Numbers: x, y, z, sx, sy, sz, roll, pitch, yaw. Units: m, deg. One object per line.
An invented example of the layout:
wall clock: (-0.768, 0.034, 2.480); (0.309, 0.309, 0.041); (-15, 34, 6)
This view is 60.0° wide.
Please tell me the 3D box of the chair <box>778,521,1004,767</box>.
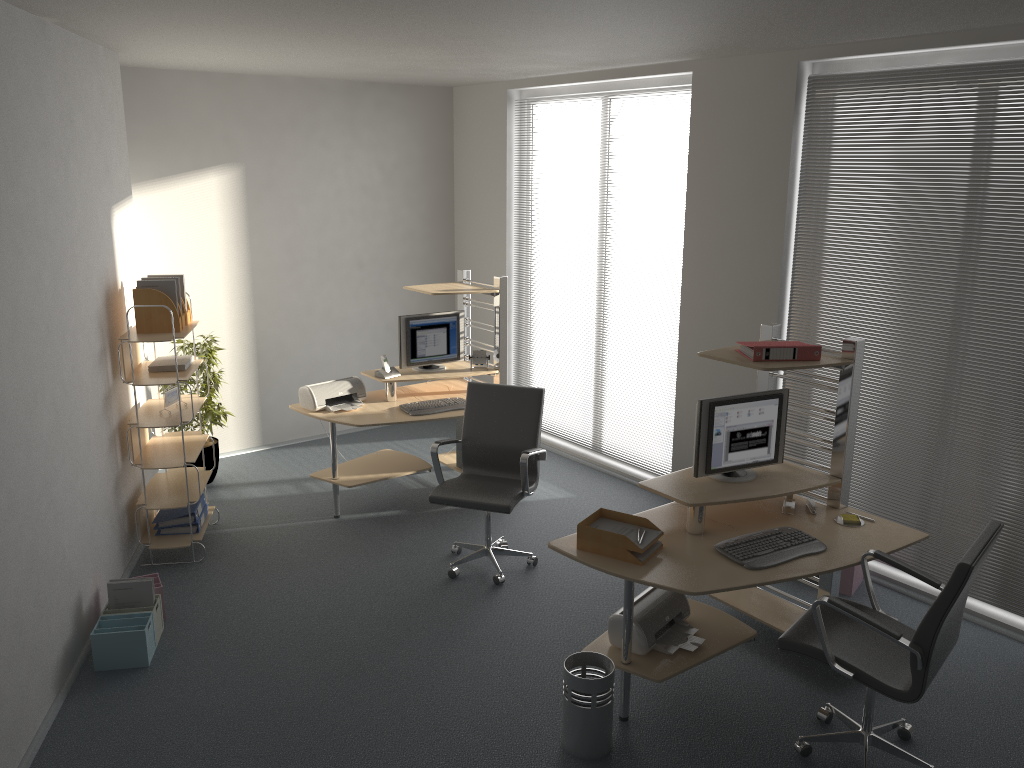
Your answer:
chair: (1.456, 1.026, 3.503); (0.652, 1.048, 0.584); (12, 18, 38)

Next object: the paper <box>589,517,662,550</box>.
paper: (0.472, 0.647, 3.845); (0.297, 0.010, 0.210); (9, 17, 31)

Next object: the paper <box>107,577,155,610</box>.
paper: (-1.912, 1.133, 4.473); (0.220, 0.306, 0.068); (-2, 14, -10)

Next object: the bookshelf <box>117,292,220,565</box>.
bookshelf: (-2.083, 0.253, 5.426); (0.381, 1.572, 0.724); (-2, 14, -9)

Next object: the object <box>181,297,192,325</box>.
object: (-2.107, -0.496, 5.423); (0.243, 0.259, 0.113); (-1, 14, -6)

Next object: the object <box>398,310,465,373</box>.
object: (-0.593, -0.315, 6.413); (0.516, 0.418, 0.245); (-5, 15, -22)

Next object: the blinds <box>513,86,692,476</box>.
blinds: (0.614, -0.815, 6.889); (0.037, 2.749, 1.950); (-10, 18, -36)

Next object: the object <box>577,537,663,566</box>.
object: (0.470, 0.685, 3.855); (0.309, 0.060, 0.225); (9, 17, 31)

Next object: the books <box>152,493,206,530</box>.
books: (-2.081, 0.794, 5.550); (0.263, 0.100, 0.320); (-2, 14, -9)

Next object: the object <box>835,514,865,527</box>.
object: (1.583, 0.632, 4.156); (0.132, 0.026, 0.132); (-10, 18, -36)

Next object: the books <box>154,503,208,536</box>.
books: (-2.071, 0.847, 5.565); (0.262, 0.072, 0.320); (-2, 14, -9)

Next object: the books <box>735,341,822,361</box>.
books: (1.257, -0.171, 4.206); (0.320, 0.072, 0.262); (-1, 14, -5)

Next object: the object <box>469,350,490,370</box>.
object: (-0.235, -0.176, 6.443); (0.154, 0.135, 0.093); (0, 14, 0)

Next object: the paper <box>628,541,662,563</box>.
paper: (0.471, 0.697, 3.857); (0.297, 0.019, 0.210); (9, 17, 31)

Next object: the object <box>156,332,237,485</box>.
object: (-2.336, 0.187, 6.569); (0.544, 1.147, 0.644); (-2, 14, -8)

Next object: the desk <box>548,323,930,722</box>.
desk: (1.021, 0.643, 3.955); (1.469, 1.566, 0.967); (-10, 18, -36)

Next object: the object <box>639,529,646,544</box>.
object: (0.558, 0.652, 3.789); (0.008, 0.009, 0.159); (5, 15, 16)

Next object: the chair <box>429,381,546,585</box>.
chair: (-0.136, 0.582, 5.224); (0.584, 1.048, 0.652); (5, 15, 18)

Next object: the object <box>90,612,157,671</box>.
object: (-1.877, 1.250, 4.299); (0.245, 0.202, 0.185); (-2, 14, -10)

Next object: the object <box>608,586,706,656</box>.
object: (0.688, 1.064, 3.990); (0.351, 0.162, 0.438); (11, 18, 36)

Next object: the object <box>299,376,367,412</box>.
object: (-1.171, 0.074, 6.027); (0.351, 0.162, 0.438); (14, 20, 43)

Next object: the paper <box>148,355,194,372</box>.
paper: (-2.084, -0.126, 5.430); (0.213, 0.046, 0.297); (-2, 14, -10)

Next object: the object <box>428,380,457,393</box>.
object: (-0.394, 0.056, 6.484); (0.168, 0.088, 0.742); (-9, 17, -34)

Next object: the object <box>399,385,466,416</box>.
object: (-0.649, 0.113, 6.263); (0.478, 0.082, 0.814); (-8, 16, -28)

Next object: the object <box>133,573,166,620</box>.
object: (-1.978, 1.151, 4.686); (0.245, 0.202, 0.185); (-7, 16, -27)

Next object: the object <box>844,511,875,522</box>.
object: (1.648, 0.627, 4.208); (0.011, 0.011, 0.158); (-11, 18, -39)

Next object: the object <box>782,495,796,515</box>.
object: (1.347, 0.573, 4.307); (0.054, 0.064, 0.159); (5, 15, 19)

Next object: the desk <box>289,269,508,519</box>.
desk: (-0.660, 0.087, 6.117); (1.469, 1.566, 0.967); (-10, 18, -36)

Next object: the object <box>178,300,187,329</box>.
object: (-2.091, -0.465, 5.303); (0.243, 0.259, 0.113); (-2, 14, -9)

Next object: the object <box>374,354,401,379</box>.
object: (-0.876, -0.128, 6.212); (0.119, 0.151, 0.150); (11, 18, 37)

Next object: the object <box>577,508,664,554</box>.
object: (0.471, 0.630, 3.841); (0.309, 0.060, 0.225); (9, 17, 31)

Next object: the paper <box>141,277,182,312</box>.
paper: (-2.096, -0.489, 5.318); (0.213, 0.297, 0.045); (-2, 14, -9)

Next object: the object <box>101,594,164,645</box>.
object: (-1.910, 1.205, 4.476); (0.245, 0.202, 0.185); (-2, 14, -10)

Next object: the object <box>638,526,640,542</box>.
object: (0.545, 0.646, 3.816); (0.008, 0.009, 0.159); (2, 14, 8)

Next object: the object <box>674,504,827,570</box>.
object: (0.992, 0.671, 4.092); (0.478, 0.082, 0.814); (-8, 16, -28)

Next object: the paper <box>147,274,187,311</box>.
paper: (-2.110, -0.520, 5.438); (0.213, 0.297, 0.045); (-1, 14, -6)

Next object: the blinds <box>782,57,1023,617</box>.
blinds: (2.300, -0.257, 4.722); (0.022, 2.770, 1.950); (-10, 18, -36)

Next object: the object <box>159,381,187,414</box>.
object: (-2.059, 0.079, 5.377); (0.077, 0.161, 0.192); (3, 14, 8)

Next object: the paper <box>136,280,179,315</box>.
paper: (-2.074, -0.459, 5.200); (0.213, 0.297, 0.045); (-3, 14, -12)

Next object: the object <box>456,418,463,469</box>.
object: (-0.195, 0.447, 6.471); (0.199, 0.422, 0.471); (-10, 18, -36)

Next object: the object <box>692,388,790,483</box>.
object: (1.076, 0.236, 4.270); (0.516, 0.418, 0.245); (-3, 15, -15)

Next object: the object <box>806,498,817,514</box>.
object: (1.451, 0.588, 4.295); (0.022, 0.042, 0.134); (2, 14, 5)

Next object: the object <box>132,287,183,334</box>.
object: (-2.068, -0.435, 5.185); (0.243, 0.259, 0.113); (-3, 14, -12)

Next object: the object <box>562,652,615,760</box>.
object: (0.315, 1.331, 3.670); (0.208, 0.377, 0.208); (2, 14, 6)

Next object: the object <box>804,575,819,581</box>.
object: (1.745, 1.028, 5.267); (0.245, 0.202, 0.185); (-10, 18, -36)

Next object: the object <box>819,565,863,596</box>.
object: (1.902, 1.069, 5.108); (0.185, 0.202, 0.245); (10, 17, 34)
